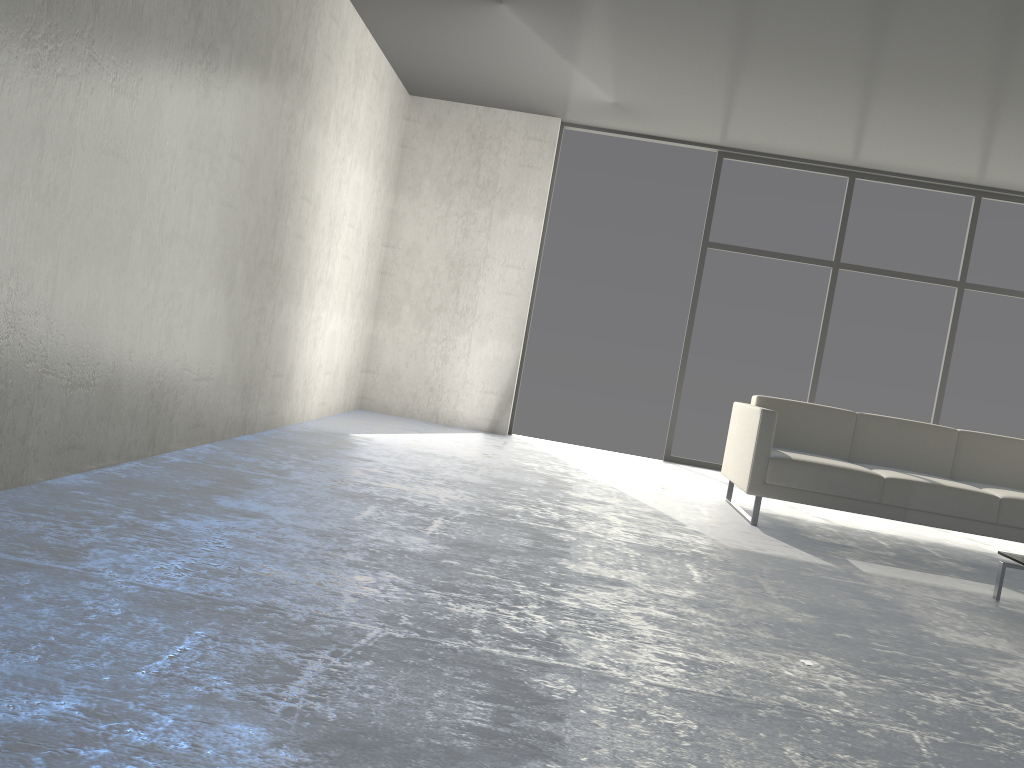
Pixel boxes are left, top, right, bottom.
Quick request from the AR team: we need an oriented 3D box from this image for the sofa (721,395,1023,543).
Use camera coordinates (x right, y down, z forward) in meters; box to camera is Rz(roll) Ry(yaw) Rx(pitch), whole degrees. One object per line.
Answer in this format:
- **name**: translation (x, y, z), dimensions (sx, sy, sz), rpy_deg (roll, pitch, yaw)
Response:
- **sofa**: translation (2.169, 0.532, 4.813), dimensions (1.881, 0.658, 0.821), rpy_deg (10, 2, 4)

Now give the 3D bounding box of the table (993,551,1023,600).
- **table**: translation (2.353, 0.861, 3.297), dimensions (0.773, 0.190, 0.730), rpy_deg (10, 2, 4)

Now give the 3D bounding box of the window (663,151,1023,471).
- **window**: translation (3.415, -0.262, 6.873), dimensions (4.080, 2.477, 0.037), rpy_deg (10, 2, 4)
